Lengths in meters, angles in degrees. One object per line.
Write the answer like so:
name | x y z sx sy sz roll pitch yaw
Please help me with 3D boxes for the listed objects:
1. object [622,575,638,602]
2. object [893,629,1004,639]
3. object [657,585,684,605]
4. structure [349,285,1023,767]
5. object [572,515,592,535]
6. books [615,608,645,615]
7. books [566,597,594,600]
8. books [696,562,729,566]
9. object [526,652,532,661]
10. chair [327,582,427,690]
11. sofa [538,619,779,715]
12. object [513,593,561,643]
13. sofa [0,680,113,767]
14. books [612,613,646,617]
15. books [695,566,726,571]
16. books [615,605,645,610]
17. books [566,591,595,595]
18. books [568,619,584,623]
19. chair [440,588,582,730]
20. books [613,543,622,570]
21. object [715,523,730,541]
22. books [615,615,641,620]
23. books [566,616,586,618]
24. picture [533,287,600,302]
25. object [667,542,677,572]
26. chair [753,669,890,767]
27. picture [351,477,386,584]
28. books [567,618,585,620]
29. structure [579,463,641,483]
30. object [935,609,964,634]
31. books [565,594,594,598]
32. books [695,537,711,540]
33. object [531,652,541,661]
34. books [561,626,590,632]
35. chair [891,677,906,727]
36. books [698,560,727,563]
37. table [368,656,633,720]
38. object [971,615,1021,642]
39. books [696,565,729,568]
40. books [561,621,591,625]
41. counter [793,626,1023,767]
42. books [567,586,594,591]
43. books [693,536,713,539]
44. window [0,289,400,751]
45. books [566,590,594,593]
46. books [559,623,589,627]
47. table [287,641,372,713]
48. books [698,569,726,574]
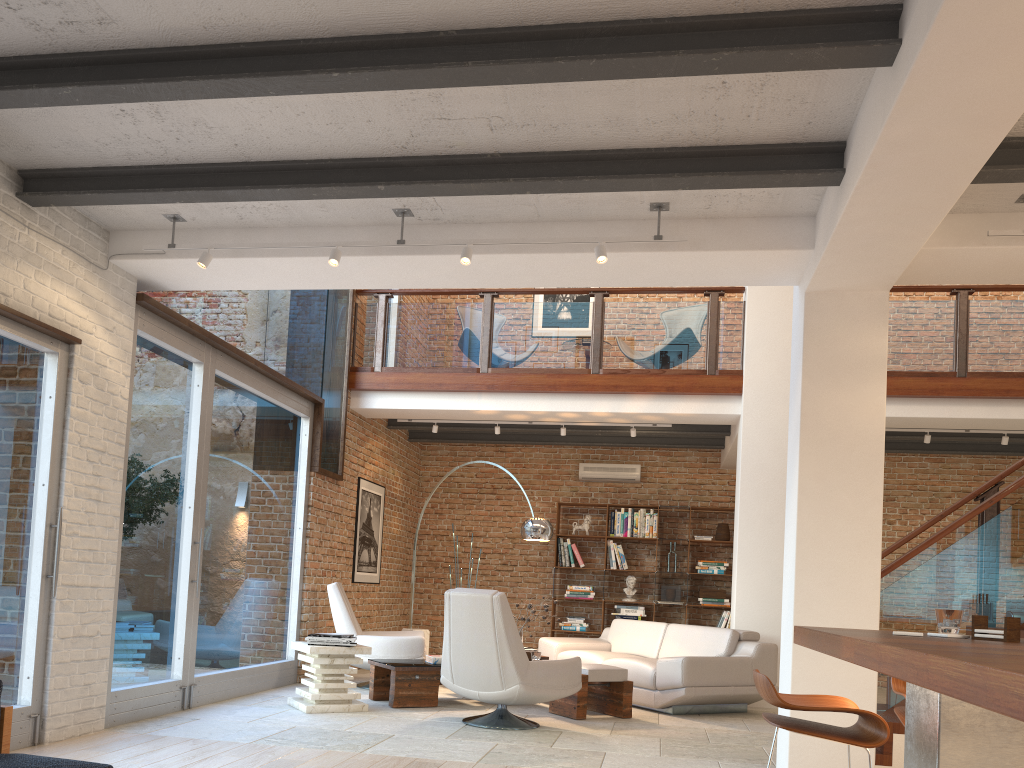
object | 1.545 2.674 11.398 0.196 0.343 0.197 0 -6 26
object | 1.503 0.852 2.988 0.395 0.034 0.203 0 -13 14
object | 2.055 2.729 11.280 0.335 0.228 0.291 1 -9 10
structure | 2.338 0.124 4.534 10.145 4.043 14.227 1 -13 10
object | 0.925 1.857 11.506 0.251 0.277 0.133 1 -5 18
books | 1.543 2.972 11.395 0.379 0.063 0.251 2 -13 4
books | 0.897 2.827 11.505 0.355 0.020 0.279 1 -13 10
books | 2.577 2.325 11.234 0.379 0.035 0.251 2 -13 4
object | 0.126 2.372 7.573 0.094 0.080 0.117 6 -10 -18
chair | -1.314 2.434 8.442 0.984 0.977 1.049 4 -8 -6
sofa | 1.326 2.702 8.501 1.155 0.738 2.365 9 -14 -29
object | 0.178 2.178 7.842 0.545 0.595 0.321 6 -6 -19
sofa | -2.021 0.795 0.948 2.077 0.645 4.056 1 -13 10
books | 1.529 3.009 11.377 0.444 0.020 0.279 1 -13 10
books | 2.560 2.383 11.252 0.379 0.035 0.251 1 -13 10
books | 1.540 2.920 11.394 0.379 0.035 0.251 1 -13 10
books | 0.900 2.760 11.494 0.379 0.035 0.251 2 -13 4
books | 0.846 3.129 11.515 0.205 0.033 0.136 1 -13 10
chair | -0.105 2.024 6.441 1.028 0.994 0.993 -1 -9 26
books | 1.388 2.271 11.459 0.124 0.341 0.278 2 -7 10
object | 2.708 1.907 11.190 0.196 0.228 0.195 8 -9 -32
books | 1.509 3.044 11.366 0.326 0.054 0.261 2 -13 5
books | 0.849 3.074 11.504 0.252 0.017 0.166 1 -13 10
picture | 0.749 -1.218 11.982 0.913 1.173 0.028 2 -3 10
object | 2.078 2.242 11.285 0.121 0.391 0.063 2 -3 13
chair | 1.006 1.376 2.972 0.422 0.759 0.412 2 -5 10
picture | -1.655 1.726 10.114 0.027 1.170 0.933 2 -7 10
books | 0.843 3.104 11.524 0.236 0.018 0.175 2 -13 3
structure | 1.309 1.188 11.654 0.812 0.215 0.204 1 -8 10
object | 1.515 0.824 3.022 0.091 0.083 0.093 -1 -10 25
books | 0.889 2.797 11.501 0.379 0.035 0.251 2 -13 5
books | 2.459 2.002 11.230 0.205 0.033 0.136 1 -13 10
object | 0.204 2.334 7.451 0.092 0.083 0.092 8 -10 -30
books | 0.843 3.221 11.488 0.326 0.054 0.261 -2 -14 20
chair | 1.693 1.512 3.400 0.404 0.759 0.430 2 -5 10
books | 2.580 2.301 11.255 0.355 0.020 0.279 1 -13 8
table | -0.244 2.602 7.731 1.990 0.419 2.240 10 -15 -28
object | 1.624 0.820 2.926 0.095 0.080 0.116 9 -12 -34
books | 2.576 2.354 11.241 0.379 0.018 0.251 2 -13 3
books | 0.842 3.149 11.490 0.379 0.018 0.251 2 -13 3
counter | 1.754 1.152 2.178 1.684 0.898 2.563 1 -12 10
books | 0.913 2.699 11.514 0.326 0.054 0.262 0 -13 12
books | 2.456 1.978 11.239 0.236 0.018 0.175 2 -13 3
window | -2.773 -1.139 4.957 0.647 6.243 12.661 2 -11 10
books | 0.903 2.737 11.516 0.355 0.020 0.279 1 -13 8
books | 0.827 3.178 11.502 0.379 0.035 0.251 1 -13 10
table | -1.443 2.304 6.875 0.500 0.493 0.501 8 -9 -30
books | 2.577 2.426 11.238 0.326 0.054 0.261 -2 -14 20
